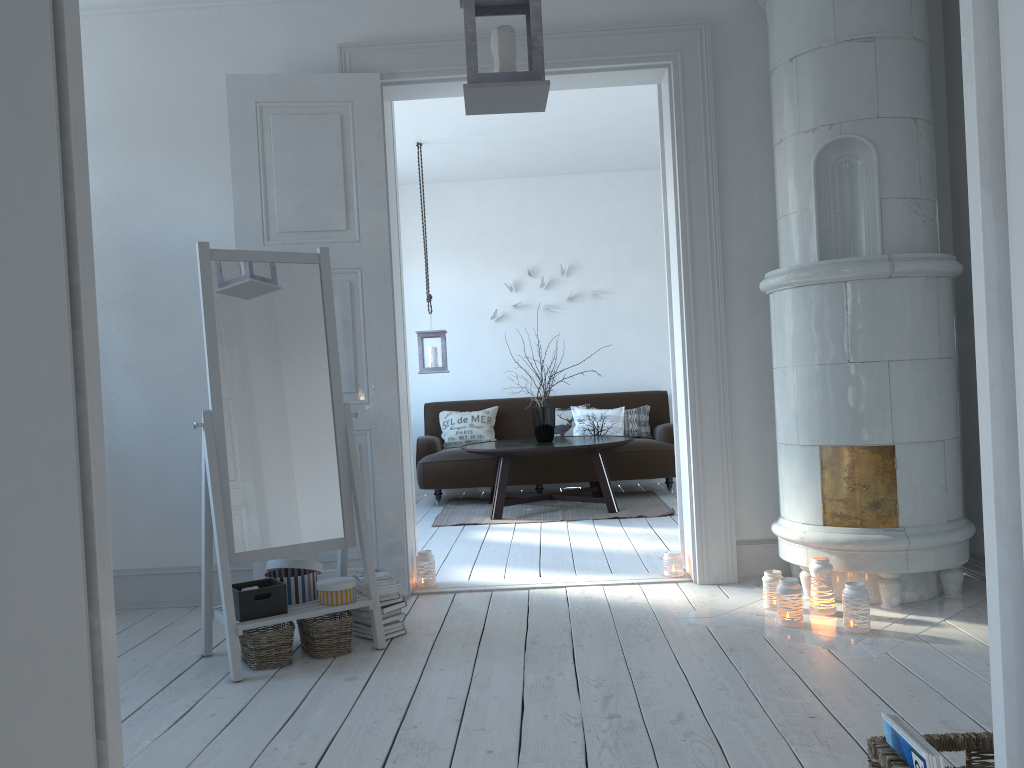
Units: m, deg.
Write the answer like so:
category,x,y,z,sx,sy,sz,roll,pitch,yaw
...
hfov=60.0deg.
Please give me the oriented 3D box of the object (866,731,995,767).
category,x,y,z,sx,sy,sz,roll,pitch,yaw
object,0.770,0.753,1.473,0.270,0.265,0.224,-3,0,2

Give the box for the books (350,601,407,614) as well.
category,x,y,z,sx,sy,sz,roll,pitch,yaw
books,-0.519,0.848,3.400,0.193,0.022,0.128,-3,0,34

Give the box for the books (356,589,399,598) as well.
category,x,y,z,sx,sy,sz,roll,pitch,yaw
books,-0.527,0.794,3.403,0.128,0.016,0.181,-3,0,-27

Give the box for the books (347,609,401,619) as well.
category,x,y,z,sx,sy,sz,roll,pitch,yaw
books,-0.530,0.872,3.408,0.167,0.022,0.128,-3,0,36

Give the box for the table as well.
category,x,y,z,sx,sy,sz,roll,pitch,yaw
table,0.277,0.687,6.707,1.299,0.503,1.300,-3,0,-8

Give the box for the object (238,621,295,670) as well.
category,x,y,z,sx,sy,sz,roll,pitch,yaw
object,-0.876,0.915,3.151,0.185,0.140,0.295,-3,0,-26

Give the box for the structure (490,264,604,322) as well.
category,x,y,z,sx,sy,sz,roll,pitch,yaw
structure,0.306,-0.825,7.937,1.025,0.478,0.085,-3,1,2

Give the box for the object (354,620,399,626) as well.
category,x,y,z,sx,sy,sz,roll,pitch,yaw
object,-0.528,0.905,3.416,0.156,0.014,0.111,-3,0,45

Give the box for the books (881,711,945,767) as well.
category,x,y,z,sx,sy,sz,roll,pitch,yaw
books,0.756,0.721,1.473,0.201,0.300,0.179,-3,0,2

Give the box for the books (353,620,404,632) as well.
category,x,y,z,sx,sy,sz,roll,pitch,yaw
books,-0.520,0.920,3.405,0.128,0.016,0.181,-3,0,-43

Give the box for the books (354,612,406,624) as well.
category,x,y,z,sx,sy,sz,roll,pitch,yaw
books,-0.521,0.891,3.403,0.187,0.017,0.132,-3,0,39

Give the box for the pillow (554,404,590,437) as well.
category,x,y,z,sx,sy,sz,roll,pitch,yaw
pillow,0.435,0.355,7.555,0.473,0.347,0.158,-3,1,0

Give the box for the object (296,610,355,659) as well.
category,x,y,z,sx,sy,sz,roll,pitch,yaw
object,-0.687,0.905,3.251,0.185,0.140,0.295,-3,0,-26

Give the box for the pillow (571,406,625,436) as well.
category,x,y,z,sx,sy,sz,roll,pitch,yaw
pillow,0.724,0.330,7.469,0.471,0.309,0.188,-3,0,3

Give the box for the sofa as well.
category,x,y,z,sx,sy,sz,roll,pitch,yaw
sofa,0.302,0.518,7.493,2.165,0.825,0.968,-3,0,2

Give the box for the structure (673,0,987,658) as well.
category,x,y,z,sx,sy,sz,roll,pitch,yaw
structure,1.270,-0.462,3.523,1.247,2.828,0.801,-4,1,-43

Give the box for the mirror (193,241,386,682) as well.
category,x,y,z,sx,sy,sz,roll,pitch,yaw
mirror,-0.837,0.230,3.223,0.610,1.489,0.417,-3,1,-33

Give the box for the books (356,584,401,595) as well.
category,x,y,z,sx,sy,sz,roll,pitch,yaw
books,-0.520,0.772,3.397,0.128,0.026,0.200,-3,0,-27

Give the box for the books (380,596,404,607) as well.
category,x,y,z,sx,sy,sz,roll,pitch,yaw
books,-0.520,0.827,3.408,0.178,0.016,0.128,-3,0,45

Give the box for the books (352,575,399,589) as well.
category,x,y,z,sx,sy,sz,roll,pitch,yaw
books,-0.527,0.751,3.400,0.132,0.017,0.187,-3,0,-25

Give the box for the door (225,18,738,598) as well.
category,x,y,z,sx,sy,sz,roll,pitch,yaw
door,0.113,-0.318,4.108,2.599,2.506,0.577,-3,1,2

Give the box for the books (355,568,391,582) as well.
category,x,y,z,sx,sy,sz,roll,pitch,yaw
books,-0.536,0.736,3.413,0.111,0.014,0.156,-3,0,-19

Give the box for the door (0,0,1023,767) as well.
category,x,y,z,sx,sy,sz,roll,pitch,yaw
door,0.009,-0.328,1.094,2.599,2.506,0.577,-3,1,2

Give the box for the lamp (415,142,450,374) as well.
category,x,y,z,sx,sy,sz,roll,pitch,yaw
lamp,-0.642,-0.963,6.745,0.228,1.762,0.228,-3,1,-1

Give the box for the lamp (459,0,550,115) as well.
category,x,y,z,sx,sy,sz,roll,pitch,yaw
lamp,-0.063,-1.657,2.422,0.228,1.762,0.228,-3,1,-1

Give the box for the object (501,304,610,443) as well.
category,x,y,z,sx,sy,sz,roll,pitch,yaw
object,0.342,-0.098,6.630,0.845,1.066,0.525,-3,1,-27

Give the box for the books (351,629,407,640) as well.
category,x,y,z,sx,sy,sz,roll,pitch,yaw
books,-0.514,0.953,3.410,0.178,0.016,0.128,-3,0,40

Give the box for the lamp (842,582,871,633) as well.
category,x,y,z,sx,sy,sz,roll,pitch,yaw
lamp,1.213,0.786,3.125,0.089,0.166,0.089,-3,1,1

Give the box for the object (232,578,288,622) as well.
category,x,y,z,sx,sy,sz,roll,pitch,yaw
object,-0.894,0.754,3.105,0.165,0.103,0.155,-3,0,-33

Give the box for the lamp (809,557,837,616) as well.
category,x,y,z,sx,sy,sz,roll,pitch,yaw
lamp,1.178,0.768,3.372,0.098,0.210,0.098,-3,1,6

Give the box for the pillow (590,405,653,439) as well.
category,x,y,z,sx,sy,sz,roll,pitch,yaw
pillow,0.929,0.332,7.574,0.542,0.288,0.183,-3,0,3

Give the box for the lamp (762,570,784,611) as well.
category,x,y,z,sx,sy,sz,roll,pitch,yaw
lamp,1.027,0.808,3.477,0.084,0.146,0.084,-3,0,6

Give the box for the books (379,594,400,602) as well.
category,x,y,z,sx,sy,sz,roll,pitch,yaw
books,-0.526,0.810,3.406,0.128,0.016,0.177,-3,0,-32

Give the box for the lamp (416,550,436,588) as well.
category,x,y,z,sx,sy,sz,roll,pitch,yaw
lamp,-0.404,0.868,4.166,0.089,0.166,0.089,-3,1,1

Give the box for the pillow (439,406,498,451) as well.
category,x,y,z,sx,sy,sz,roll,pitch,yaw
pillow,-0.369,0.386,7.623,0.519,0.367,0.239,-3,0,2

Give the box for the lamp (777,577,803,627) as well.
category,x,y,z,sx,sy,sz,roll,pitch,yaw
lamp,1.017,0.797,3.246,0.089,0.166,0.089,-3,1,3

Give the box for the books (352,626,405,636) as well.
category,x,y,z,sx,sy,sz,roll,pitch,yaw
books,-0.519,0.936,3.408,0.177,0.016,0.128,-3,0,43

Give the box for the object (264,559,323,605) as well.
category,x,y,z,sx,sy,sz,roll,pitch,yaw
object,-0.823,0.723,3.333,0.207,0.159,0.241,-3,0,10

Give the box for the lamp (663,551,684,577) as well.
category,x,y,z,sx,sy,sz,roll,pitch,yaw
lamp,0.750,0.835,4.116,0.093,0.110,0.093,-3,0,19

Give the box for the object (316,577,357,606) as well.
category,x,y,z,sx,sy,sz,roll,pitch,yaw
object,-0.638,0.754,3.231,0.142,0.074,0.142,-3,0,-14

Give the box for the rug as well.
category,x,y,z,sx,sy,sz,roll,pitch,yaw
rug,0.291,0.912,6.736,1.710,0.055,1.456,-3,0,3
